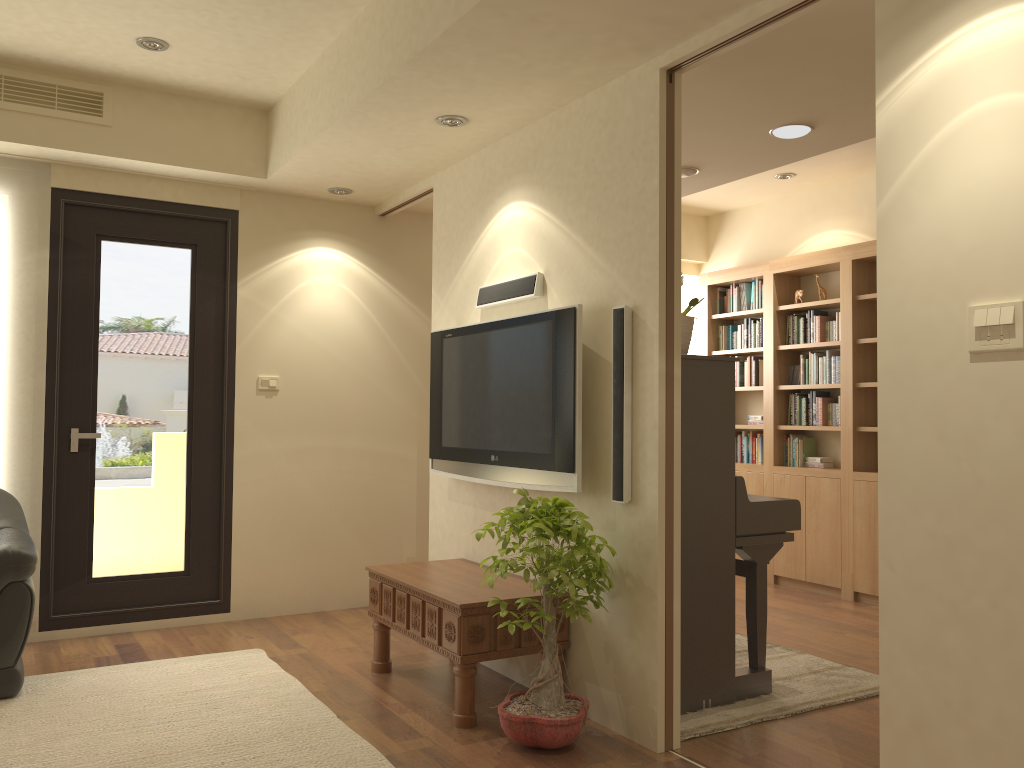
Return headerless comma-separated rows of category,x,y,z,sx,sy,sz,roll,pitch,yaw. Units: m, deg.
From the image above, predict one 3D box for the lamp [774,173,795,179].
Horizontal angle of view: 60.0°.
lamp,1.979,-1.528,6.443,0.143,0.059,0.143,2,-2,-25

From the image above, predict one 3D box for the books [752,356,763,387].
books,1.972,-0.096,7.062,0.152,0.242,0.019,2,-3,-31

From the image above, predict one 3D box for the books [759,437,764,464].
books,2.023,0.524,7.019,0.167,0.215,0.026,2,-3,-31

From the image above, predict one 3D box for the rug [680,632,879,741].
rug,0.805,1.396,4.466,1.412,0.011,1.717,2,-3,-31

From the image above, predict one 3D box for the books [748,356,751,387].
books,1.952,-0.095,7.089,0.158,0.243,0.016,2,-3,-31

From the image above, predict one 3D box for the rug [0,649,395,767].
rug,-2.241,1.309,2.706,3.592,0.011,2.482,2,-3,-31

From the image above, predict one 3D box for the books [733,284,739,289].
books,1.870,-0.695,7.267,0.145,0.255,0.019,2,-3,-31

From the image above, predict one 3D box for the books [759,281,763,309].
books,2.016,-0.693,7.009,0.157,0.235,0.017,2,-3,-31

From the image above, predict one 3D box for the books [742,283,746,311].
books,1.927,-0.690,7.168,0.148,0.242,0.043,2,-3,-31

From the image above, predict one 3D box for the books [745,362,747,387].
books,1.934,-0.074,7.127,0.150,0.202,0.032,2,-3,-31

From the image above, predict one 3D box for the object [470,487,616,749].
object,0.130,0.875,3.360,0.528,0.957,0.565,0,-2,12

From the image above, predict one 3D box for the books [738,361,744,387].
books,1.896,-0.079,7.173,0.168,0.215,0.013,2,-3,-31

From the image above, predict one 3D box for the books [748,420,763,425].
books,1.980,0.308,7.049,0.111,0.036,0.165,2,-3,-31

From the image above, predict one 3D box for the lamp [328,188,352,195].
lamp,-1.048,-1.195,5.413,0.143,0.059,0.143,2,-2,-25

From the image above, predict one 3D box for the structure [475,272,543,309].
structure,-0.021,-0.443,4.238,0.048,0.111,0.559,2,-3,-31

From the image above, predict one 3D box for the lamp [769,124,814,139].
lamp,1.327,-1.189,4.210,0.200,0.027,0.201,2,-3,-31

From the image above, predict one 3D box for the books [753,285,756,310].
books,1.985,-0.679,7.062,0.156,0.211,0.026,2,-3,-31

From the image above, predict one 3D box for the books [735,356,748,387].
books,1.880,-0.097,7.216,0.154,0.254,0.026,2,-3,-31

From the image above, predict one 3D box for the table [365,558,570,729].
table,-0.232,1.131,4.033,0.538,0.493,1.009,2,-3,-31

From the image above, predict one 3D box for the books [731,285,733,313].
books,1.856,-0.687,7.284,0.152,0.242,0.019,2,-3,-31

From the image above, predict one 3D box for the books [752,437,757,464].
books,1.990,0.530,7.080,0.162,0.206,0.036,2,-3,-31

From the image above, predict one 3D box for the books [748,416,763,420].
books,1.976,0.270,7.042,0.111,0.036,0.165,2,-2,-25

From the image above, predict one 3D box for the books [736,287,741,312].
books,1.889,-0.676,7.212,0.168,0.215,0.013,2,-3,-31

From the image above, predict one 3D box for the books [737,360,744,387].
books,1.889,-0.083,7.186,0.168,0.224,0.014,2,-3,-31

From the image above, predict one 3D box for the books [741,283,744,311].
books,1.919,-0.690,7.181,0.148,0.242,0.043,2,-3,-31

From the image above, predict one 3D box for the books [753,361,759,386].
books,1.979,-0.079,7.039,0.163,0.207,0.026,2,-3,-31

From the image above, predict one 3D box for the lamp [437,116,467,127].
lamp,-0.278,-1.237,4.113,0.143,0.059,0.143,2,-2,-25

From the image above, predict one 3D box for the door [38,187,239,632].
door,-2.122,0.140,5.106,1.011,2.420,0.118,2,-3,-31

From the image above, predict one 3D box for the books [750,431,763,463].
books,1.972,0.507,7.128,0.145,0.255,0.019,2,-3,-31

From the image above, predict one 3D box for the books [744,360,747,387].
books,1.928,-0.080,7.163,0.124,0.218,0.036,2,-3,-31

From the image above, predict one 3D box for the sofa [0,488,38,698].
sofa,-3.288,0.867,3.645,2.337,0.918,0.944,2,-3,-31

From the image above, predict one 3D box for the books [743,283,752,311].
books,1.936,-0.691,7.154,0.148,0.242,0.043,2,-3,-31

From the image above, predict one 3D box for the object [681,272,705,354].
object,0.722,-0.302,3.843,0.215,0.375,0.209,1,-2,-7

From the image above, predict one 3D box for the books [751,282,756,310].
books,1.974,-0.692,7.097,0.139,0.238,0.047,2,-3,-31

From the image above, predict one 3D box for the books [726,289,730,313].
books,1.834,-0.673,7.349,0.124,0.218,0.036,2,-3,-31

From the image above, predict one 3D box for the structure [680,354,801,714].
structure,0.596,0.656,4.447,0.792,1.502,1.493,2,-3,-31

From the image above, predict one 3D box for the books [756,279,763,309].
books,1.999,-0.701,7.040,0.154,0.254,0.026,2,-3,-31

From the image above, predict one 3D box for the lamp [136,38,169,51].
lamp,-1.722,-1.645,4.248,0.143,0.059,0.143,2,-2,-25

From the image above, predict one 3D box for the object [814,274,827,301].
object,2.245,-0.698,6.446,0.059,0.209,0.077,2,-2,-26

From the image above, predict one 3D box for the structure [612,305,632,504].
structure,0.428,0.079,3.458,0.036,0.764,0.079,2,-3,-31

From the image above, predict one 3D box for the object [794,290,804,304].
object,2.141,-0.643,6.628,0.062,0.111,0.274,0,-2,12

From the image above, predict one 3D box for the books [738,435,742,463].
books,1.908,0.526,7.213,0.168,0.224,0.014,2,-3,-31

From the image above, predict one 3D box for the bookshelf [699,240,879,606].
bookshelf,2.433,0.263,6.182,0.301,2.440,2.945,2,-3,-31

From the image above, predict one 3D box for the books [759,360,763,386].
books,2.004,-0.083,7.031,0.127,0.215,0.011,2,-3,-31

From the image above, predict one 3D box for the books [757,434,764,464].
books,2.014,0.514,7.045,0.156,0.237,0.026,2,-3,-31

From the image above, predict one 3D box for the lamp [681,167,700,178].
lamp,0.942,-1.166,4.926,0.200,0.027,0.201,2,-3,-31
